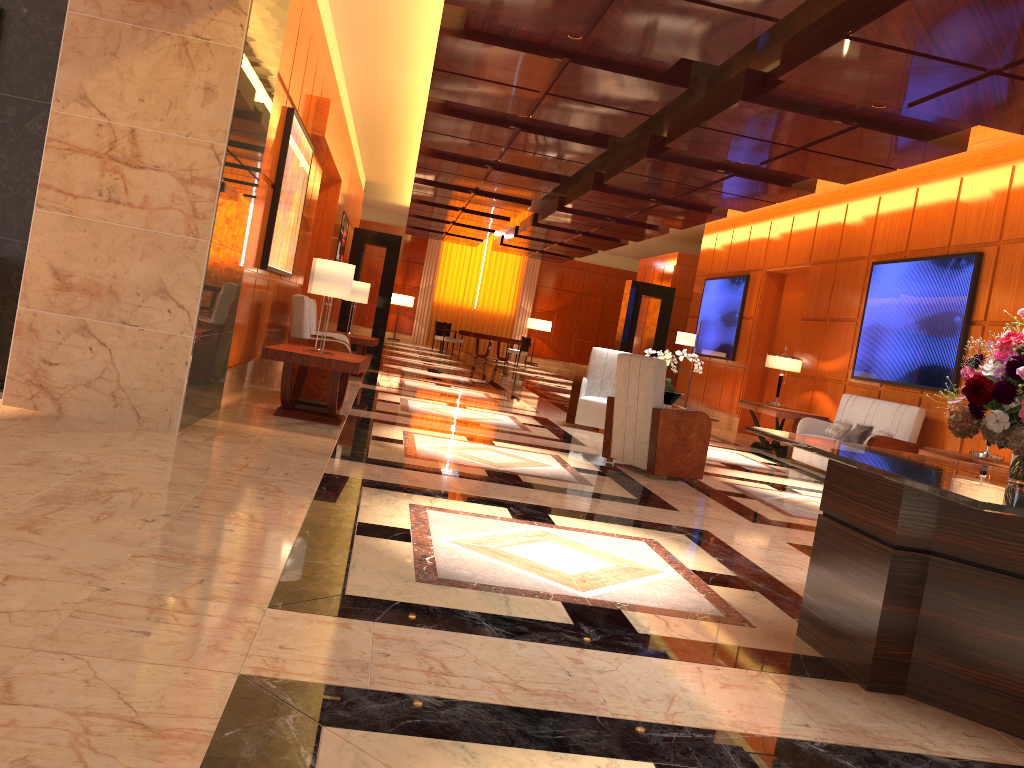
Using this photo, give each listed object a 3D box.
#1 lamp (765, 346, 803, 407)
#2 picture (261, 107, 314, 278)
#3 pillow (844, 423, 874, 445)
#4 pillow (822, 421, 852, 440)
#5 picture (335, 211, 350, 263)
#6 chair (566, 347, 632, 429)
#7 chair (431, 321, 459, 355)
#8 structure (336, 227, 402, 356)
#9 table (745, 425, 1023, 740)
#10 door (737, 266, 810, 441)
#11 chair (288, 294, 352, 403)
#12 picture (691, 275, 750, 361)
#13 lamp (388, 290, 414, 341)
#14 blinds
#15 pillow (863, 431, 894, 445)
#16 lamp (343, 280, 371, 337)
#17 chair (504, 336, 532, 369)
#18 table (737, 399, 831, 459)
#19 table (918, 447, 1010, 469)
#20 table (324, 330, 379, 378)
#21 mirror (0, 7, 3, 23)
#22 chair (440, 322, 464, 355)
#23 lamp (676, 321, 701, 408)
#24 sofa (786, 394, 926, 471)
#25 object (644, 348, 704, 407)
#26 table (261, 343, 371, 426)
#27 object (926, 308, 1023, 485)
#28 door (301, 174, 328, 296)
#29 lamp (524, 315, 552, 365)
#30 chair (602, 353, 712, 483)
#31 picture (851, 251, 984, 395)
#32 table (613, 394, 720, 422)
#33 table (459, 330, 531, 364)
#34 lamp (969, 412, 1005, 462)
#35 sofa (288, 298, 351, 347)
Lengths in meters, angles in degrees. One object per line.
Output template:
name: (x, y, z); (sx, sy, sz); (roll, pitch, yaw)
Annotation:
lamp: (3.524, -0.108, 11.601); (0.460, 0.793, 0.457); (12, 2, 44)
picture: (-2.212, -1.816, 8.845); (0.056, 1.451, 2.001); (10, 3, -8)
pillow: (3.871, 0.567, 9.900); (0.160, 0.252, 0.358); (10, 3, -12)
pillow: (3.783, 0.535, 10.327); (0.195, 0.227, 0.345); (10, 3, -3)
picture: (-3.318, -2.502, 17.024); (0.056, 1.451, 2.001); (10, 3, -8)
chair: (1.107, 0.068, 10.465); (0.739, 0.960, 0.628); (10, 2, 11)
chair: (-1.948, -1.314, 25.212); (0.578, 0.893, 0.583); (11, 2, 30)
structure: (-2.979, -1.904, 18.380); (0.984, 2.496, 0.501); (10, 1, -8)
table: (1.867, 0.748, 3.293); (1.598, 0.744, 1.604); (10, 3, -8)
door: (4.117, -0.429, 13.502); (0.340, 2.649, 1.541); (10, 2, -8)
chair: (-1.814, -0.326, 8.354); (0.628, 0.960, 0.739); (10, 2, -9)
picture: (3.665, -1.180, 15.697); (0.056, 1.451, 2.001); (10, 3, -8)
lamp: (-3.709, -2.243, 28.986); (0.813, 1.659, 0.809); (11, 2, 32)
blinds: (-1.175, -3.076, 29.932); (3.849, 4.061, 0.149); (10, 1, -8)
pillow: (3.894, 0.612, 9.453); (0.202, 0.229, 0.274); (10, 2, -6)
lamp: (2.517, 0.054, 7.836); (13.050, 0.734, 0.334); (13, 3, 41)
chair: (0.180, -0.914, 24.851); (0.578, 0.893, 0.583); (11, 2, 35)
table: (3.475, 0.612, 11.558); (0.725, 0.606, 1.273); (10, 3, -8)
table: (4.040, 0.963, 7.378); (0.725, 0.606, 1.273); (10, 3, -8)
table: (-2.264, -0.410, 12.160); (0.724, 0.533, 1.170); (10, 3, -5)
mirror: (-4.527, -2.106, 6.060); (1.765, 1.337, 0.029); (10, 1, -8)
chair: (-1.798, -1.362, 26.461); (0.578, 0.893, 0.584); (11, 2, 20)
lamp: (2.813, -0.202, 14.252); (0.525, 1.659, 0.361); (10, 1, -18)
sofa: (3.799, 0.595, 9.872); (0.612, 0.931, 1.803); (10, 3, -8)
object: (1.622, -0.079, 9.137); (0.786, 0.617, 0.419); (9, 2, -31)
table: (-1.593, 0.006, 7.199); (0.724, 0.533, 1.170); (10, 3, -5)
object: (1.986, 0.055, 3.298); (0.648, 0.658, 0.682); (9, 2, -17)
door: (-3.043, -1.640, 12.460); (0.340, 2.649, 1.503); (10, 2, -8)
lamp: (0.821, -1.476, 29.633); (0.813, 1.659, 0.809); (11, 2, 32)
chair: (1.215, 0.266, 7.471); (0.627, 0.960, 0.740); (9, 2, -29)
picture: (4.449, -0.694, 9.894); (0.056, 1.451, 2.001); (10, 3, -8)
table: (1.485, 0.469, 9.023); (0.722, 0.495, 1.563); (10, 3, -5)
table: (-0.527, -1.021, 25.583); (2.101, 0.741, 0.787); (8, 3, -37)
lamp: (4.079, 0.244, 7.488); (0.458, 0.809, 0.459); (10, 2, 1)
sofa: (-2.143, -0.466, 9.939); (0.612, 0.931, 1.803); (10, 3, -8)
